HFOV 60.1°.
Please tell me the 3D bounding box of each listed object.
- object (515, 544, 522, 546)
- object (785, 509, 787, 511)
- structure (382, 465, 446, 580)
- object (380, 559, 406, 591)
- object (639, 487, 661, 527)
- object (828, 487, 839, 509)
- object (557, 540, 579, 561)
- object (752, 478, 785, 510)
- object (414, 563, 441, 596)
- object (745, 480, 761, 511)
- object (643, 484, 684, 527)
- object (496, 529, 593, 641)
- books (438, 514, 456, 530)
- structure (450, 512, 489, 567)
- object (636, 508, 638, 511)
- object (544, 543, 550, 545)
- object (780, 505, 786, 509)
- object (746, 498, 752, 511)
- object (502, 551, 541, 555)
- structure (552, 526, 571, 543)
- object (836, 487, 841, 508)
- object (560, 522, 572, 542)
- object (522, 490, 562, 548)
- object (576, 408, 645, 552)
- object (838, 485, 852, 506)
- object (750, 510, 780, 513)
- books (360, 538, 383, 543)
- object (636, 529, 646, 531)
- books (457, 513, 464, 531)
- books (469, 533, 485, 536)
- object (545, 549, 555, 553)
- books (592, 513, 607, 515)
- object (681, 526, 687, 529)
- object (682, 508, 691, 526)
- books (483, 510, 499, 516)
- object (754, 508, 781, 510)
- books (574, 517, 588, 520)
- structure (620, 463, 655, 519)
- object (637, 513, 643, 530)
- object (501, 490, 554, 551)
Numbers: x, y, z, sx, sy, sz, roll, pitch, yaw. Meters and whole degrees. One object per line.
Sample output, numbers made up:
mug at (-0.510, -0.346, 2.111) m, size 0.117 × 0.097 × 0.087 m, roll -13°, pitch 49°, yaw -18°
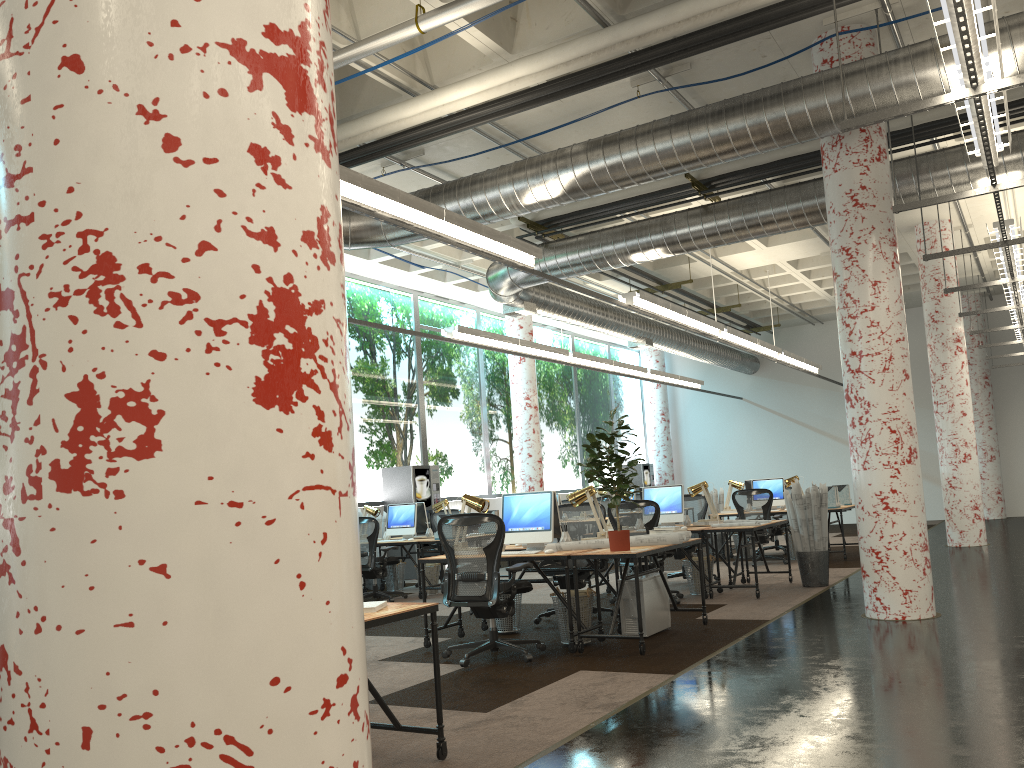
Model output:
object at (0.066, 1.472, 8.135) m, size 0.059 × 0.029 × 0.106 m, roll -8°, pitch -8°, yaw 32°
object at (4.007, 1.831, 12.908) m, size 0.059 × 0.029 × 0.106 m, roll -8°, pitch -8°, yaw 32°
structure at (-1.597, 2.258, 14.510) m, size 0.640 × 1.803 × 0.751 m, roll -7°, pitch -5°, yaw 31°
object at (-1.657, 2.694, 12.487) m, size 0.353 × 0.433 × 0.370 m, roll -2°, pitch -6°, yaw -23°
object at (1.757, 1.453, 10.511) m, size 0.485 × 0.483 × 0.190 m, roll -7°, pitch -6°, yaw 31°
object at (4.481, 1.626, 12.623) m, size 0.281 × 0.301 × 0.150 m, roll -7°, pitch -6°, yaw 31°
object at (-0.028, 2.760, 13.878) m, size 0.367 × 0.435 × 3.414 m, roll -9°, pitch -8°, yaw 40°
object at (3.853, 1.661, 13.276) m, size 0.485 × 0.483 × 0.190 m, roll -7°, pitch -6°, yaw 31°
object at (-1.104, 2.547, 11.633) m, size 0.359 × 0.433 × 0.354 m, roll -7°, pitch -6°, yaw 27°
object at (3.904, 1.732, 13.863) m, size 0.485 × 0.483 × 0.190 m, roll -7°, pitch -6°, yaw 31°
object at (1.707, 1.382, 9.925) m, size 0.485 × 0.483 × 0.190 m, roll -7°, pitch -6°, yaw 31°
object at (0.248, 1.620, 7.239) m, size 0.850 × 0.929 × 0.105 m, roll -7°, pitch -5°, yaw 26°
books at (-0.808, 1.803, 11.201) m, size 0.234 × 0.309 × 0.068 m, roll -7°, pitch -5°, yaw 31°
structure at (-0.773, 2.744, 15.802) m, size 0.504 × 1.053 × 1.060 m, roll -7°, pitch -6°, yaw 31°
object at (2.610, 2.533, 18.357) m, size 0.101 × 0.208 × 0.102 m, roll -3°, pitch -5°, yaw -14°
object at (0.342, 1.437, 7.960) m, size 0.440 × 0.017 × 0.119 m, roll -8°, pitch -8°, yaw 31°
object at (4.170, 1.823, 13.627) m, size 0.101 × 0.208 × 0.102 m, roll -3°, pitch -5°, yaw -14°
object at (3.606, 1.844, 13.491) m, size 0.101 × 0.208 × 0.102 m, roll -3°, pitch -5°, yaw -14°
object at (0.017, 1.340, 7.020) m, size 0.440 × 0.017 × 0.119 m, roll -8°, pitch -8°, yaw 31°
structure at (0.911, 2.982, 18.579) m, size 0.504 × 1.053 × 1.060 m, roll -7°, pitch -6°, yaw 31°
object at (4.557, 1.637, 12.749) m, size 0.281 × 0.301 × 0.150 m, roll -7°, pitch -6°, yaw 31°
object at (0.456, 1.284, 7.565) m, size 0.101 × 0.208 × 0.102 m, roll -3°, pitch -5°, yaw -14°
object at (0.189, 1.193, 7.800) m, size 0.485 × 0.483 × 0.190 m, roll -7°, pitch -6°, yaw 31°
object at (0.740, 0.706, 6.599) m, size 0.514 × 1.073 × 0.440 m, roll -6°, pitch -5°, yaw 22°
object at (5.005, 1.701, 13.487) m, size 0.281 × 0.301 × 0.150 m, roll -7°, pitch -6°, yaw 31°
object at (3.732, 1.879, 13.082) m, size 0.440 × 0.017 × 0.119 m, roll -8°, pitch -8°, yaw 31°
books at (-1.945, 2.126, 12.040) m, size 0.309 × 0.038 × 0.226 m, roll -8°, pitch -8°, yaw 31°
object at (1.585, 1.599, 9.731) m, size 0.440 × 0.017 × 0.119 m, roll -8°, pitch -8°, yaw 31°
books at (-0.731, 1.814, 11.327) m, size 0.234 × 0.309 × 0.068 m, roll -7°, pitch -5°, yaw 31°
books at (-0.474, 2.002, 11.792) m, size 0.200 × 0.023 × 0.236 m, roll -4°, pitch -7°, yaw 4°
object at (0.293, 1.292, 6.846) m, size 0.059 × 0.029 × 0.106 m, roll -8°, pitch -8°, yaw 32°
books at (1.804, 2.656, 18.224) m, size 0.309 × 0.038 × 0.226 m, roll -8°, pitch -8°, yaw 31°
object at (1.861, 1.552, 9.557) m, size 0.059 × 0.029 × 0.106 m, roll -8°, pitch -8°, yaw 32°
object at (2.024, 1.543, 10.276) m, size 0.101 × 0.208 × 0.102 m, roll -3°, pitch -5°, yaw -14°
books at (-0.284, 1.878, 12.066) m, size 0.234 × 0.309 × 0.068 m, roll -7°, pitch -5°, yaw 31°
object at (4.057, 1.976, 14.022) m, size 0.440 × 0.017 × 0.119 m, roll -8°, pitch -8°, yaw 31°
books at (1.180, 2.360, 15.565) m, size 0.309 × 0.038 × 0.226 m, roll -8°, pitch -8°, yaw 31°
structure at (3.241, 2.942, 22.489) m, size 0.640 × 1.803 × 0.751 m, roll -7°, pitch -5°, yaw 31°
object at (1.459, 1.565, 10.140) m, size 0.101 × 0.208 × 0.102 m, roll -3°, pitch -5°, yaw -14°
object at (0.139, 1.122, 7.214) m, size 0.485 × 0.483 × 0.190 m, roll -7°, pitch -6°, yaw 31°
